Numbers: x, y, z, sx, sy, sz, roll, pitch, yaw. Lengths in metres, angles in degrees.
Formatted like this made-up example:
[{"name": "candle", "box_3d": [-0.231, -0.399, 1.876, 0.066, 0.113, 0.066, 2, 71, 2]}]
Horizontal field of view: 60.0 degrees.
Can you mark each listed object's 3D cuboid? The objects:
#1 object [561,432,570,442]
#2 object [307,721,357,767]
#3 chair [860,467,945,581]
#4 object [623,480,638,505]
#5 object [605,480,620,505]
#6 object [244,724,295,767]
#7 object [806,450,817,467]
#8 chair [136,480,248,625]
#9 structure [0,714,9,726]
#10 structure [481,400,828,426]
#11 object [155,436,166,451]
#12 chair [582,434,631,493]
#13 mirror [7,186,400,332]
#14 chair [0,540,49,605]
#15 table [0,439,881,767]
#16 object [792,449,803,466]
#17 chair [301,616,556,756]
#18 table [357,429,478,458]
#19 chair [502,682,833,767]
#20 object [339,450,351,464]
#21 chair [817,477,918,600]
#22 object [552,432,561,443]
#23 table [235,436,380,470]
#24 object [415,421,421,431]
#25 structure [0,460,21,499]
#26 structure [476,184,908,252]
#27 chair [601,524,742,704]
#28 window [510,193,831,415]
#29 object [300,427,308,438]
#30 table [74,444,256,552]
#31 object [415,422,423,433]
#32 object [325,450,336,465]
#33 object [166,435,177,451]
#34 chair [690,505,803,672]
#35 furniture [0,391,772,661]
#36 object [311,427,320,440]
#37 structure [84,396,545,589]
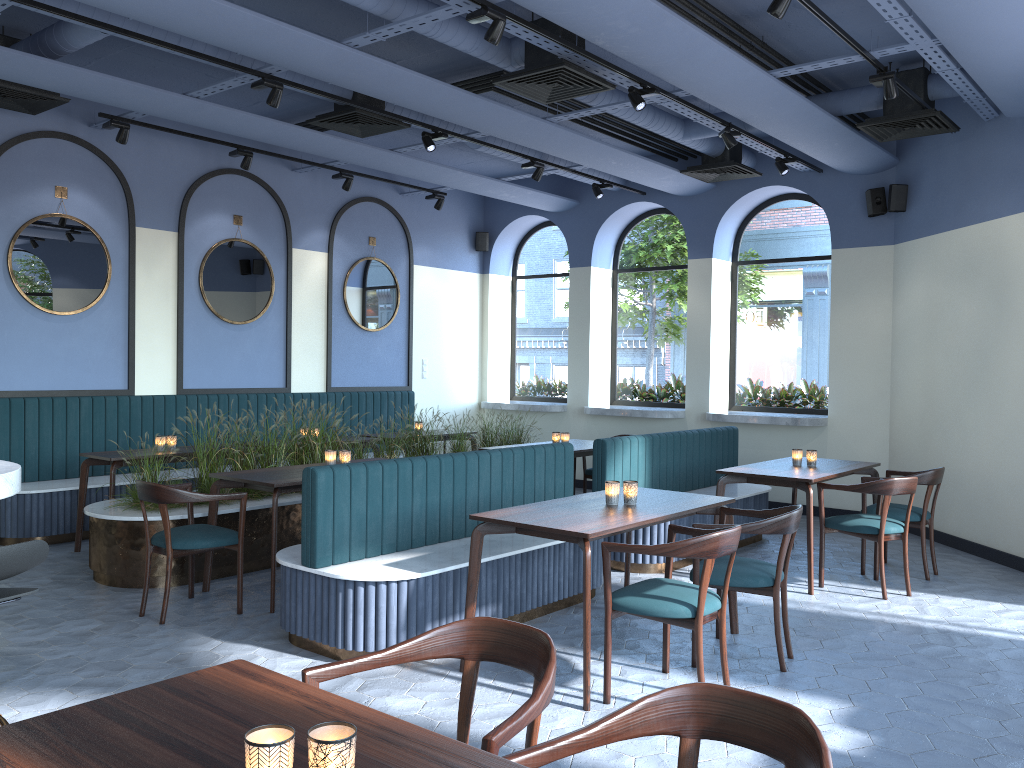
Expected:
[{"name": "object", "box_3d": [0.480, 0.500, 8.003, 0.078, 0.120, 0.078, 0, 1, -34]}, {"name": "object", "box_3d": [-0.292, 0.622, 1.437, 0.078, 0.120, 0.078, 0, 1, -34]}, {"name": "chair", "box_3d": [2.858, 0.987, 6.482, 0.525, 0.793, 0.618, 2, 1, 39]}, {"name": "object", "box_3d": [0.620, 0.570, 4.647, 0.078, 0.120, 0.078, 1, 1, 22]}, {"name": "object", "box_3d": [0.524, 0.569, 4.632, 0.078, 0.120, 0.078, 1, 1, 22]}, {"name": "object", "box_3d": [-0.389, 0.620, 1.422, 0.078, 0.120, 0.078, 0, 1, -34]}, {"name": "object", "box_3d": [2.239, 0.554, 6.625, 0.078, 0.120, 0.078, 0, 1, -34]}, {"name": "chair", "box_3d": [-1.903, 0.941, 5.175, 0.618, 0.793, 0.525, 2, 1, 39]}, {"name": "structure", "box_3d": [-0.394, 1.318, 1.010, 6.894, 0.250, 5.649, 1, 1, 11]}, {"name": "structure", "box_3d": [1.720, 0.434, 5.002, 4.315, 0.080, 14.155, 1, 1, 0]}, {"name": "object", "box_3d": [-2.780, 0.470, 7.009, 0.078, 0.120, 0.078, 0, 1, -34]}, {"name": "chair", "box_3d": [1.049, 0.912, 8.798, 0.618, 0.793, 0.525, 2, 1, 39]}, {"name": "mirror", "box_3d": [-2.714, -1.140, 8.878, 0.026, 1.089, 4.357, 2, 2, 39]}, {"name": "chair", "box_3d": [-0.277, 0.957, 1.644, 3.651, 0.949, 6.322, 2, 1, 38]}, {"name": "table", "box_3d": [-0.512, 1.004, 3.989, 3.997, 0.755, 9.778, 1, 1, 23]}, {"name": "object", "box_3d": [2.148, 0.552, 6.678, 0.078, 0.120, 0.078, 0, 1, -34]}, {"name": "chair", "box_3d": [-0.157, 1.029, 2.161, 0.618, 0.793, 0.525, 2, 1, 39]}, {"name": "table", "box_3d": [-0.969, 0.890, 9.242, 0.548, 0.755, 1.332, 2, 2, 39]}, {"name": "chair", "box_3d": [0.334, 1.046, 1.681, 0.618, 0.793, 0.525, 2, 1, 39]}, {"name": "object", "box_3d": [-1.146, 0.514, 6.085, 0.078, 0.120, 0.078, 1, 1, 22]}, {"name": "chair", "box_3d": [2.424, 0.991, 5.950, 0.618, 0.793, 0.525, 0, 1, -27]}, {"name": "object", "box_3d": [0.402, 0.497, 8.061, 0.078, 0.120, 0.078, 0, 1, -34]}, {"name": "table", "box_3d": [-1.853, 0.898, 8.157, 0.548, 0.755, 1.332, 2, 2, 39]}, {"name": "object", "box_3d": [-0.977, 0.452, 9.262, 0.078, 0.120, 0.078, 1, 1, 22]}, {"name": "structure", "box_3d": [-3.836, -0.539, 2.473, 3.220, 3.800, 3.653, 2, 2, 39]}, {"name": "structure", "box_3d": [-1.545, -1.746, 5.094, 7.261, 0.268, 13.143, 1, 1, 22]}, {"name": "chair", "box_3d": [0.737, 1.006, 3.954, 0.525, 0.793, 0.618, 2, 1, 39]}, {"name": "window", "box_3d": [1.959, -0.790, 4.995, 3.897, 2.394, 14.212, 1, 1, 0]}, {"name": "object", "box_3d": [-1.905, 0.461, 8.150, 0.078, 0.120, 0.078, 1, 1, 22]}, {"name": "table", "box_3d": [-2.724, 0.907, 7.088, 0.548, 0.755, 1.285, 2, 2, 39]}, {"name": "object", "box_3d": [-0.962, 0.454, 9.165, 0.078, 0.120, 0.078, 1, 1, 22]}, {"name": "object", "box_3d": [-1.242, 0.513, 6.070, 0.078, 0.120, 0.078, 1, 1, 22]}, {"name": "object", "box_3d": [-2.722, 0.470, 7.088, 0.078, 0.120, 0.078, 0, 1, -34]}, {"name": "chair", "box_3d": [1.196, 1.001, 4.514, 0.525, 0.793, 0.618, 1, 1, 25]}, {"name": "furniture", "box_3d": [-0.934, 0.729, 7.441, 4.703, 1.150, 4.800, 2, 2, 39]}, {"name": "object", "box_3d": [-1.808, 0.462, 8.165, 0.078, 0.120, 0.078, 1, 1, 22]}, {"name": "structure", "box_3d": [-1.197, 0.692, 7.656, 1.143, 1.207, 4.878, 2, 2, 41]}]
